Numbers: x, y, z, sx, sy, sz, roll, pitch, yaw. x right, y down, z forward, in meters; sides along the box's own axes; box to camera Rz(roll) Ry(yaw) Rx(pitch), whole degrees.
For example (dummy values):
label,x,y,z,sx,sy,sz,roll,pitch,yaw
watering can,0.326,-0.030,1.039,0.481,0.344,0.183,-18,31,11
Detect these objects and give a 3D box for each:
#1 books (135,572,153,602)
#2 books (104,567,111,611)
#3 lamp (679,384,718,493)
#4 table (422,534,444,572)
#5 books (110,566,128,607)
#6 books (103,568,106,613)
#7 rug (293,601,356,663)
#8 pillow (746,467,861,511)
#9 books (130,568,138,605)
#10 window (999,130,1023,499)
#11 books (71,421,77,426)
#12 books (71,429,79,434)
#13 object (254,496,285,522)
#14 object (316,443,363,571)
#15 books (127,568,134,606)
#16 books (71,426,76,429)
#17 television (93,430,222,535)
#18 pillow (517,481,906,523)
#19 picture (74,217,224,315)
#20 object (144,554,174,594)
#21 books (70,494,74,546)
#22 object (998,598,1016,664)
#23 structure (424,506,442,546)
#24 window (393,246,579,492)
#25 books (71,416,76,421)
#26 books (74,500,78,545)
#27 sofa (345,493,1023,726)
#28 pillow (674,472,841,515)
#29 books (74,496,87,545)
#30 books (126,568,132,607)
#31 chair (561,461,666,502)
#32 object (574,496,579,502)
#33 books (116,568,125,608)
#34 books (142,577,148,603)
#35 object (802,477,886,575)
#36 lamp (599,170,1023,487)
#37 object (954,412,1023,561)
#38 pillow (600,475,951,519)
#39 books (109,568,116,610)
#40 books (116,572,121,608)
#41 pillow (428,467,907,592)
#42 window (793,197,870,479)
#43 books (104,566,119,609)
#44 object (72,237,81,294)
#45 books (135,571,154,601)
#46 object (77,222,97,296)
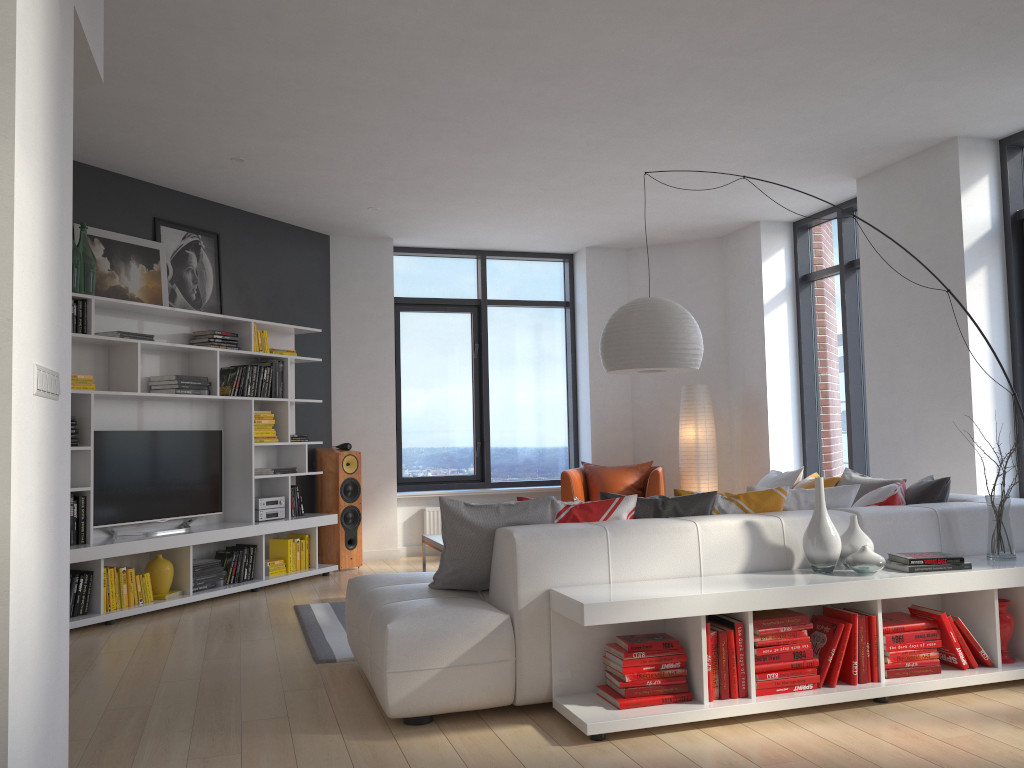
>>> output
label,x,y,z,sx,sy,sz,roll,pitch,yaw
books,-2.435,1.332,5.821,0.148,0.193,0.067,-3,-4,29
books,-2.598,1.280,5.551,0.213,0.271,0.048,-3,-4,28
lamp,1.885,0.770,8.085,0.804,1.550,0.502,-4,-4,33
table,0.068,1.214,5.717,1.091,0.435,1.091,0,-4,-17
books,-2.538,1.295,5.668,0.185,0.252,0.055,-3,-4,26
books,-2.597,1.277,5.508,0.204,0.270,0.029,-3,-4,28
rug,-0.114,1.428,5.518,2.326,0.016,1.662,0,-4,-17
pillow,1.542,0.743,5.274,0.580,0.456,2.156,-2,-4,9
books,-2.505,1.307,5.748,0.172,0.235,0.056,-3,-4,27
window,3.542,-0.471,5.235,0.170,2.402,1.310,0,-4,-17
books,-2.866,0.243,5.444,0.214,0.030,0.284,-4,-4,36
books,-2.846,0.292,5.427,0.214,0.030,0.284,-4,-4,36
object,-1.977,0.979,6.966,0.270,0.174,0.285,-3,-4,28
object,-1.534,1.058,7.711,0.434,1.088,0.290,-5,-5,43
books,-2.512,1.305,5.716,0.171,0.235,0.043,-3,-4,26
books,-2.850,0.267,5.429,0.189,0.020,0.264,-3,-4,31
television,-2.459,0.679,6.212,0.207,0.704,1.102,-3,-4,28
pillow,1.084,0.723,4.301,2.250,0.449,0.575,0,-4,-20
picture,-2.567,-0.861,6.377,0.076,0.707,1.279,-3,-4,28
object,-2.378,1.278,5.976,0.185,0.257,0.185,-2,-4,5
books,-2.798,0.838,5.483,0.239,0.315,0.034,-3,-4,28
object,2.121,1.074,3.869,0.125,0.258,0.125,2,-5,-40
structure,-0.124,1.393,8.585,1.474,0.460,0.110,0,-4,-17
window,-0.288,-0.152,8.986,1.960,2.402,0.170,0,-4,-17
books,-2.842,0.213,5.434,0.180,0.026,0.246,-4,-4,35
books,-2.776,0.859,5.508,0.200,0.272,0.028,-3,-4,28
sofa,0.761,1.019,5.040,3.424,0.732,2.614,0,-4,-17
pillow,1.427,0.746,4.976,0.630,0.440,2.095,-3,-4,30
books,-2.759,0.850,5.545,0.230,0.297,0.051,-3,-4,28
books,-2.506,1.302,5.686,0.169,0.240,0.043,-3,-4,27
chair,0.958,1.135,8.067,0.896,0.858,0.843,-2,-4,15
object,0.329,0.854,5.661,0.330,0.265,0.330,-2,-4,7
books,-2.540,1.293,5.641,0.180,0.252,0.041,-3,-4,28
books,-2.433,1.343,5.791,0.113,0.169,0.049,-3,-4,27
object,1.389,0.594,3.767,0.316,0.398,0.319,-2,-4,7
lamp,2.066,0.015,4.799,3.199,2.647,0.710,-3,-4,19
object,2.228,0.412,3.956,0.406,0.744,0.607,-3,-4,23
pillow,1.393,0.696,4.406,2.120,0.436,0.608,0,-4,-21
books,-2.586,1.288,5.586,0.198,0.258,0.066,-3,-4,28
books,-2.546,1.305,5.619,0.156,0.230,0.042,-3,-4,26
pillow,0.893,0.714,4.590,2.953,0.453,0.647,1,-4,-29
window,2.863,-0.321,7.429,0.170,2.402,1.310,0,-4,-17
books,-2.571,1.286,5.612,0.202,0.267,0.038,-3,-4,28
object,-2.801,-0.808,5.584,0.157,0.507,0.157,-4,-5,41
books,-2.431,1.333,5.846,0.149,0.193,0.046,-3,-4,29
object,-2.779,-0.799,5.748,0.157,0.507,0.157,-4,-5,41
